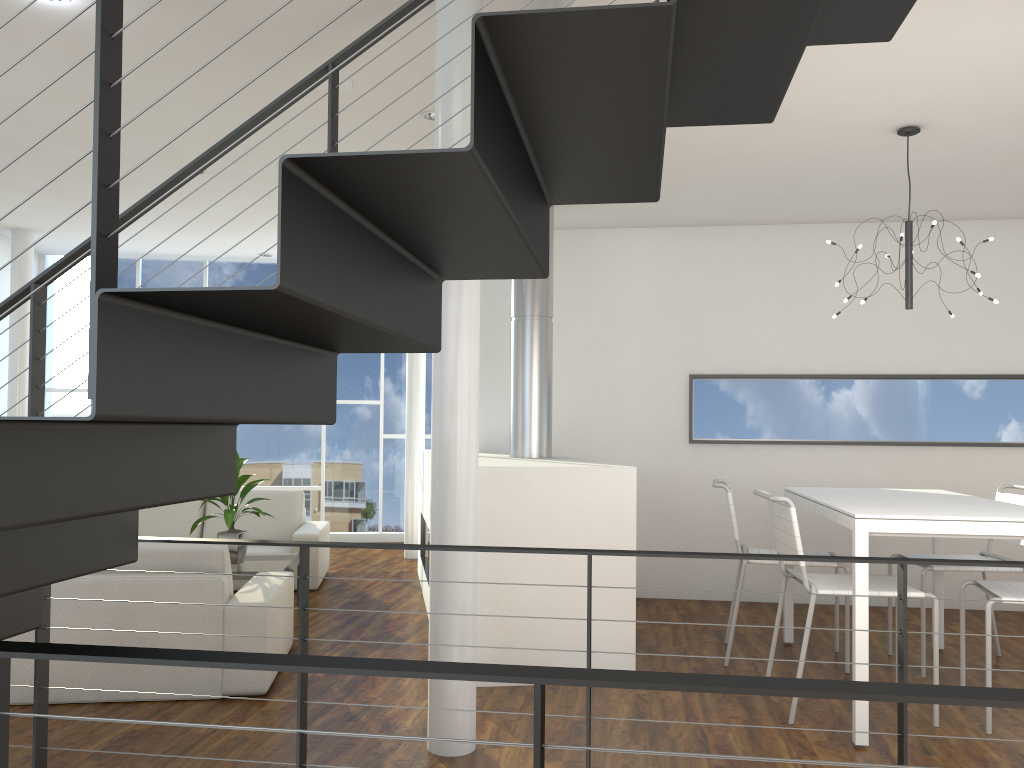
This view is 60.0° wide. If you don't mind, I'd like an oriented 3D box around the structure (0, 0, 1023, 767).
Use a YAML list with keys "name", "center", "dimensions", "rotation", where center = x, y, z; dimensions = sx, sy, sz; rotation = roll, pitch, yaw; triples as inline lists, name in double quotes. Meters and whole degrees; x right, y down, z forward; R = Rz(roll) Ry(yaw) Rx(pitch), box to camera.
- name: "structure"
  center: [-0.017, 0.593, 1.546]
  dimensions: [4.361, 6.293, 1.095]
  rotation: [0, -2, 8]

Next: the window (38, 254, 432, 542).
- name: "window"
  center: [-2.236, -1.427, 7.643]
  dimensions: [3.415, 5.631, 0.090]
  rotation: [1, -1, -8]

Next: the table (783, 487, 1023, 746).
- name: "table"
  center: [1.523, 0.808, 3.425]
  dimensions: [0.700, 0.719, 1.401]
  rotation: [0, -3, 8]

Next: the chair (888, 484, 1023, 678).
- name: "chair"
  center: [1.944, 0.815, 3.760]
  dimensions: [0.555, 0.764, 0.428]
  rotation: [0, -2, 3]

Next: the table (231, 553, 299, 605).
- name: "table"
  center: [-1.908, 1.061, 4.557]
  dimensions: [1.608, 0.284, 0.662]
  rotation: [1, -3, -7]

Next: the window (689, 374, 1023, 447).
- name: "window"
  center: [2.057, 0.153, 5.157]
  dimensions: [2.024, 0.407, 0.165]
  rotation: [0, -2, 8]

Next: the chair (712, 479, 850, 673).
- name: "chair"
  center: [1.164, 0.815, 3.892]
  dimensions: [0.555, 0.764, 0.428]
  rotation: [0, -2, 14]

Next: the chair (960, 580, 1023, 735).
- name: "chair"
  center: [1.879, 0.777, 3.034]
  dimensions: [0.555, 0.764, 0.428]
  rotation: [0, -2, 15]

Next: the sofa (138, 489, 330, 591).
- name: "sofa"
  center: [-2.007, 0.972, 5.637]
  dimensions: [1.611, 0.565, 0.803]
  rotation: [1, -2, -7]

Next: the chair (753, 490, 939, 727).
- name: "chair"
  center: [1.179, 0.780, 3.198]
  dimensions: [0.555, 0.764, 0.428]
  rotation: [0, -2, 5]

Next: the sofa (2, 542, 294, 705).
- name: "sofa"
  center: [-1.729, 0.865, 3.518]
  dimensions: [1.611, 0.565, 0.803]
  rotation: [1, -2, -7]

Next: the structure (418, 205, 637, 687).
- name: "structure"
  center: [-0.071, 0.137, 4.819]
  dimensions: [0.750, 2.204, 2.752]
  rotation: [1, -2, -8]

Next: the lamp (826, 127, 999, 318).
- name: "lamp"
  center: [1.578, -0.649, 3.517]
  dimensions: [0.619, 0.725, 0.590]
  rotation: [-1, -2, 30]

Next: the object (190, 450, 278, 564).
- name: "object"
  center: [-1.430, 0.624, 4.588]
  dimensions: [0.432, 0.601, 0.458]
  rotation: [1, -2, -23]
